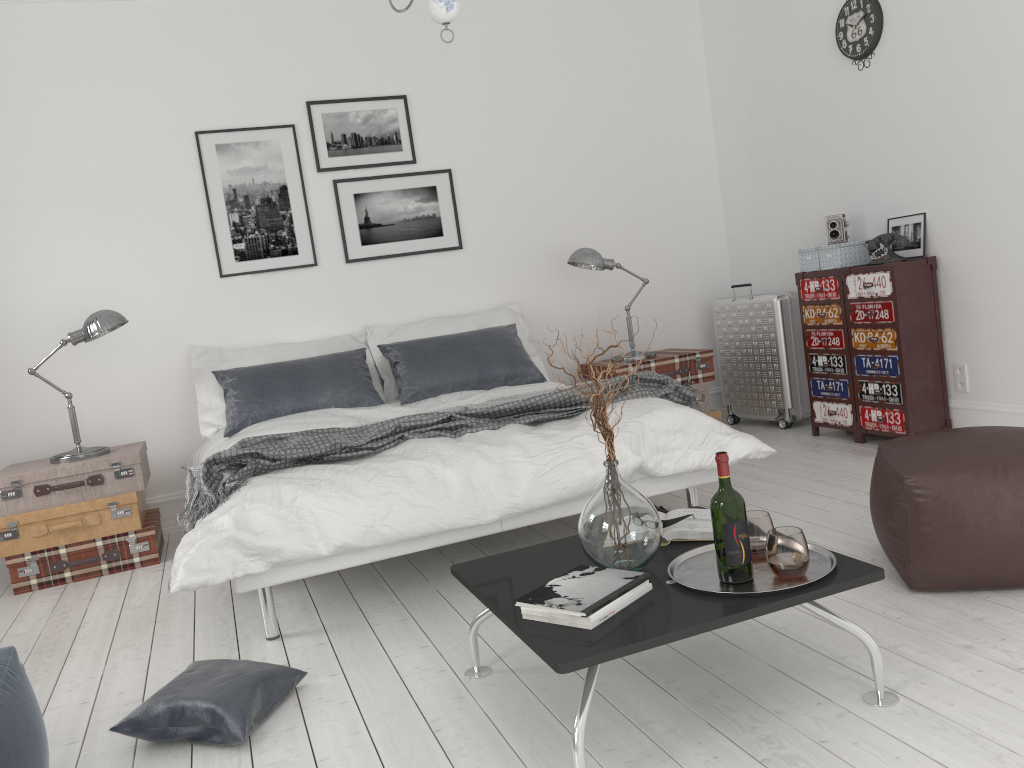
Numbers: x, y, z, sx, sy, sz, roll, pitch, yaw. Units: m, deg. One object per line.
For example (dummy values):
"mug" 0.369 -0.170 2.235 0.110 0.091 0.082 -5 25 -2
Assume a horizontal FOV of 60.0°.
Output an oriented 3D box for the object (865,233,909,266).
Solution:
"object" 1.894 -0.685 4.495 0.181 0.155 0.216 -7 6 11

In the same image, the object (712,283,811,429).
"object" 1.550 -0.190 5.605 0.208 0.902 0.647 -11 7 -29

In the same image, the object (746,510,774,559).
"object" 0.609 0.377 2.218 0.095 0.106 0.095 -9 6 -7

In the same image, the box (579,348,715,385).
"box" 0.821 -0.072 5.383 0.647 0.185 0.537 -10 6 -19

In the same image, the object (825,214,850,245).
"object" 1.760 -0.839 4.807 0.121 0.157 0.117 -5 7 30

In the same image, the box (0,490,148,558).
"box" -2.163 0.648 4.367 0.647 0.185 0.537 -10 6 -19

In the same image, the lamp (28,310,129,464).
"lamp" -2.091 0.003 4.358 0.488 0.699 0.269 -10 6 -19

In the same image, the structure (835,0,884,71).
"structure" 1.790 -1.848 4.597 0.043 0.427 0.330 -10 6 -19

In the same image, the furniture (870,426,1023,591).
"furniture" 1.470 0.354 2.788 0.646 0.423 0.646 -7 6 15

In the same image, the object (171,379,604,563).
"object" -0.336 0.361 3.894 2.236 0.500 0.521 -10 6 -16

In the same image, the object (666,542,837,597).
"object" 0.479 0.471 2.197 0.622 0.063 0.395 -5 7 30

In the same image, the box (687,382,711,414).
"box" 0.796 0.119 5.379 0.647 0.185 0.537 -10 6 -19

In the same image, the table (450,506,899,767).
"table" 0.357 0.621 2.274 0.833 0.313 0.824 -10 6 -19

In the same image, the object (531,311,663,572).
"object" 0.218 0.152 2.195 0.313 0.666 0.291 -4 7 34

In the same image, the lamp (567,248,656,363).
"lamp" 0.605 -0.478 5.275 0.488 0.699 0.269 -10 6 -19

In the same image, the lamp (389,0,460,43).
"lamp" -0.291 -1.697 2.919 0.594 1.123 0.528 -10 6 -19

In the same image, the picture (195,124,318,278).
"picture" -1.442 -1.040 5.029 0.545 0.810 0.015 -10 6 -19

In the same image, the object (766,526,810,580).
"object" 0.636 0.391 2.048 0.095 0.106 0.095 -9 6 -7

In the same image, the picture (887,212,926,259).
"picture" 2.011 -0.749 4.528 0.037 0.218 0.254 -10 6 -19

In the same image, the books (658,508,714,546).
"books" 0.433 0.406 2.522 0.342 0.040 0.231 -7 6 13

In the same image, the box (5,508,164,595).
"box" -2.091 0.820 4.406 0.647 0.185 0.537 -10 6 -19

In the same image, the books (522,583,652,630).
"books" 0.177 0.503 2.059 0.191 0.014 0.259 -3 8 40

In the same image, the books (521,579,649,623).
"books" 0.172 0.490 2.055 0.191 0.014 0.254 -4 7 39

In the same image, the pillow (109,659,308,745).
"pillow" -0.826 0.863 2.456 0.381 0.121 0.391 -7 6 12

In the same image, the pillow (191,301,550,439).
"pillow" -0.767 -0.105 5.007 1.965 0.529 0.465 -10 6 -19

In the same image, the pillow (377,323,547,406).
"pillow" -0.283 -0.115 4.945 0.842 0.339 0.405 -10 6 -18

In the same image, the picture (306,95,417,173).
"picture" -0.878 -1.471 5.205 0.592 0.403 0.015 -10 6 -19

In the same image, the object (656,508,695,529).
"object" 0.428 0.377 2.515 0.135 0.030 0.141 -12 7 -34

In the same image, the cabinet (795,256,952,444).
"cabinet" 1.899 -0.165 4.720 0.281 0.942 0.762 -10 6 -19

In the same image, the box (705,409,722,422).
"box" 0.875 0.291 5.416 0.647 0.185 0.537 -10 6 -19

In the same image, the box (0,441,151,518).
"box" -2.146 0.459 4.363 0.647 0.185 0.537 -10 6 -19

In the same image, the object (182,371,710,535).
"object" -0.209 0.273 3.540 2.154 0.377 0.536 -10 6 -16

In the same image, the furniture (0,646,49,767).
"furniture" -1.369 0.852 1.909 0.646 0.423 0.646 -10 6 -17

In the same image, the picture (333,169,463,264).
"picture" -0.673 -1.007 5.301 0.720 0.486 0.015 -10 6 -19

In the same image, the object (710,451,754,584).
"object" 0.505 0.308 2.067 0.081 0.303 0.081 -8 6 -2

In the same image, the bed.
"bed" -0.432 0.233 4.143 2.217 0.926 2.473 -10 6 -18

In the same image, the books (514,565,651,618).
"books" 0.166 0.477 2.060 0.207 0.012 0.257 -3 8 42

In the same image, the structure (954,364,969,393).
"structure" 2.210 -0.028 4.366 0.009 0.140 0.070 -10 6 -19

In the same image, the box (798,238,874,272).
"box" 1.771 -0.698 4.836 0.242 0.131 0.332 -10 6 -19

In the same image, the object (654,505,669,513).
"object" 0.521 0.564 3.516 0.322 0.127 0.300 -10 6 -19

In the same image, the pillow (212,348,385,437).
"pillow" -1.120 0.034 4.669 0.837 0.329 0.405 -10 6 -18
